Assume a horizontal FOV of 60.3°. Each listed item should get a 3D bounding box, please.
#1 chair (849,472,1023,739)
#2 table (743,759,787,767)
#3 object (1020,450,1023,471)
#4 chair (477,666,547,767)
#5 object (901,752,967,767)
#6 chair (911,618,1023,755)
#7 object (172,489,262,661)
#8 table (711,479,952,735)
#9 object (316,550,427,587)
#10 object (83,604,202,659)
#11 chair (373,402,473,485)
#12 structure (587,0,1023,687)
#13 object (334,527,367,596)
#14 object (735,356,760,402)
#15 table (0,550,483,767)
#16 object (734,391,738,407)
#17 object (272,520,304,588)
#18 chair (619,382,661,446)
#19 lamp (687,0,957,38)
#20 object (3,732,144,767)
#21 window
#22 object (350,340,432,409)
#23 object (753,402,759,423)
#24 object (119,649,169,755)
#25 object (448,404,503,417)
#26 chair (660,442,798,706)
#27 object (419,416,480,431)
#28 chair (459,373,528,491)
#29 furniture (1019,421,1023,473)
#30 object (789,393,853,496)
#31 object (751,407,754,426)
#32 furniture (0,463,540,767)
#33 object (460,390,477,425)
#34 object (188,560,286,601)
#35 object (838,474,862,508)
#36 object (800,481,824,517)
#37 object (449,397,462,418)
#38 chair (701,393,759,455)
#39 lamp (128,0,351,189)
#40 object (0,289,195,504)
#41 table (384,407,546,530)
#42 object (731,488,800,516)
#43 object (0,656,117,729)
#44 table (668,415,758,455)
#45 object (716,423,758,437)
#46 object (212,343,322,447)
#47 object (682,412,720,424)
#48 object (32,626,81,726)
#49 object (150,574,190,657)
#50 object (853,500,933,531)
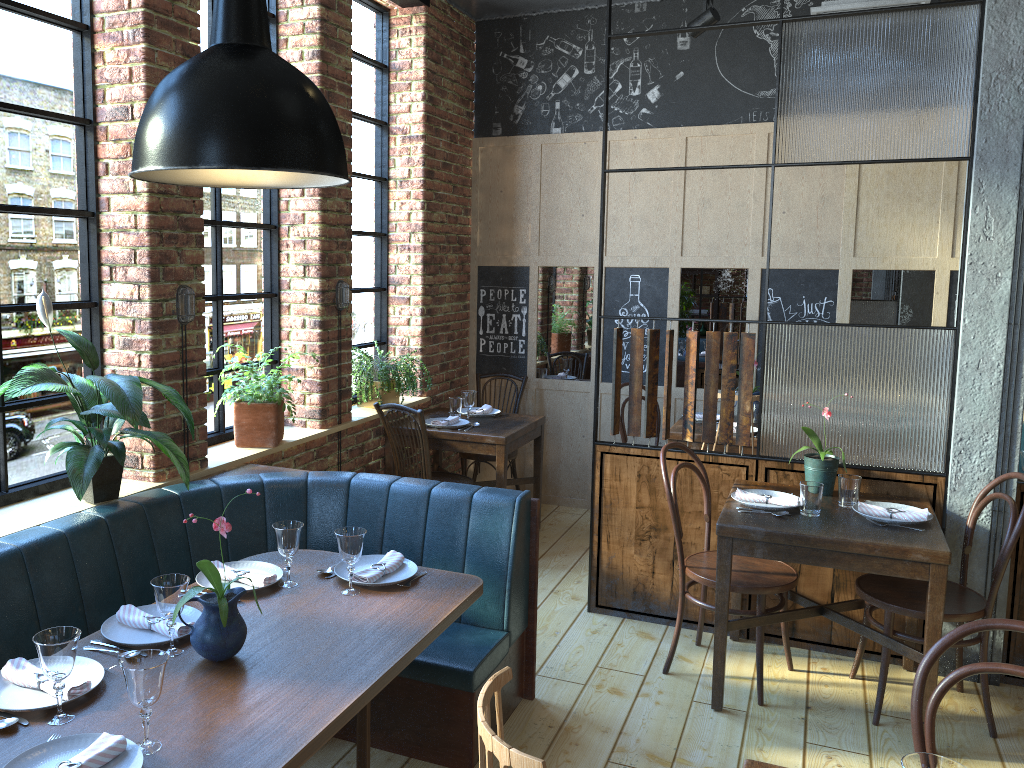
[{"bbox_3d":[1.588,0.774,3.298,0.563,0.918,0.429,3,7,14],"label":"chair"},{"bbox_3d":[0.673,1.146,1.243,0.776,0.725,0.727,4,8,21],"label":"table"},{"bbox_3d":[2.465,0.419,4.197,0.097,0.191,0.100,0,7,-8],"label":"object"},{"bbox_3d":[0.147,0.986,1.389,0.447,1.003,0.542,0,7,-7],"label":"chair"},{"bbox_3d":[0.634,0.672,1.328,0.095,0.191,0.101,-2,7,-21],"label":"object"},{"bbox_3d":[0.931,0.985,1.713,0.459,0.918,0.524,7,9,43],"label":"chair"},{"bbox_3d":[-0.746,0.485,2.214,0.143,0.430,0.208,7,9,40],"label":"object"},{"bbox_3d":[1.216,0.849,3.450,0.776,0.725,0.727,4,8,21],"label":"table"},{"bbox_3d":[-0.454,0.592,2.847,0.337,0.051,0.260,4,9,25],"label":"object"},{"bbox_3d":[-0.983,0.650,2.384,0.280,0.051,0.313,4,9,24],"label":"object"},{"bbox_3d":[-0.465,0.536,4.907,0.425,0.912,0.498,7,9,41],"label":"chair"},{"bbox_3d":[3.293,-0.078,0.817,6.099,3.317,5.804,1,7,5],"label":"structure"},{"bbox_3d":[-0.492,0.542,2.687,0.094,0.191,0.103,-4,9,-39],"label":"object"},{"bbox_3d":[1.471,-0.003,5.436,0.224,0.430,0.133,3,7,18],"label":"object"},{"bbox_3d":[-0.720,1.017,2.341,0.851,0.659,1.492,3,8,20],"label":"table"},{"bbox_3d":[1.303,0.140,5.253,0.097,0.191,0.100,0,7,-8],"label":"object"},{"bbox_3d":[-0.697,0.532,2.746,0.094,0.191,0.103,-4,9,-39],"label":"object"},{"bbox_3d":[0.908,0.473,5.452,0.419,0.918,0.575,-4,8,-37],"label":"chair"},{"bbox_3d":[2.846,-1.444,0.566,6.481,0.273,7.003,4,8,21],"label":"lamp"},{"bbox_3d":[-0.837,0.746,1.695,0.337,0.051,0.260,4,9,25],"label":"object"},{"bbox_3d":[-1.335,-0.511,1.137,3.371,2.422,8.727,-1,8,-14],"label":"window"},{"bbox_3d":[-0.742,-0.046,5.152,0.516,0.368,0.587,4,8,21],"label":"object"},{"bbox_3d":[1.477,0.173,5.292,0.086,0.119,0.083,2,7,11],"label":"object"},{"bbox_3d":[-0.756,0.659,1.817,0.094,0.191,0.103,-4,9,-39],"label":"object"},{"bbox_3d":[-0.222,0.165,5.497,0.337,0.051,0.260,4,9,25],"label":"object"},{"bbox_3d":[0.875,0.727,3.594,0.576,0.918,0.418,6,9,38],"label":"chair"},{"bbox_3d":[-0.365,0.218,5.097,0.337,0.051,0.260,4,9,25],"label":"object"},{"bbox_3d":[-0.137,0.407,5.866,0.416,0.912,0.509,3,7,16],"label":"chair"},{"bbox_3d":[2.861,0.710,4.209,1.543,0.820,1.398,4,8,21],"label":"furniture"},{"bbox_3d":[1.269,0.244,3.635,0.200,0.425,0.149,0,7,-6],"label":"object"},{"bbox_3d":[1.360,0.195,5.124,0.086,0.119,0.083,2,7,11],"label":"object"},{"bbox_3d":[-0.974,0.917,2.451,1.412,0.820,2.532,3,8,20],"label":"furniture"},{"bbox_3d":[-0.255,0.138,5.170,0.097,0.191,0.100,0,7,-8],"label":"object"},{"bbox_3d":[-0.861,0.601,2.752,0.280,0.051,0.313,4,9,24],"label":"object"},{"bbox_3d":[1.323,0.422,3.460,0.083,0.119,0.086,0,7,-10],"label":"object"},{"bbox_3d":[1.133,0.436,3.341,0.083,0.119,0.086,0,7,-10],"label":"object"},{"bbox_3d":[-0.346,0.144,5.391,0.088,0.119,0.080,6,9,39],"label":"object"},{"bbox_3d":[1.206,0.527,4.811,0.544,1.003,0.445,2,7,8],"label":"chair"},{"bbox_3d":[-0.642,-1.153,2.073,0.554,1.322,0.505,6,8,39],"label":"lamp"},{"bbox_3d":[-1.449,0.042,3.005,0.628,0.749,0.711,3,8,20],"label":"object"},{"bbox_3d":[-0.274,0.579,5.325,0.776,0.725,0.727,4,8,21],"label":"table"},{"bbox_3d":[1.003,0.452,3.473,0.280,0.051,0.313,4,9,24],"label":"object"},{"bbox_3d":[-1.104,0.695,2.048,0.280,0.051,0.313,4,9,24],"label":"object"},{"bbox_3d":[1.346,0.607,5.222,0.776,0.725,0.727,4,8,21],"label":"table"},{"bbox_3d":[1.271,0.250,4.971,0.337,0.051,0.260,4,9,25],"label":"object"},{"bbox_3d":[-1.176,0.041,4.086,0.440,0.481,0.440,7,10,43],"label":"object"},{"bbox_3d":[1.170,0.196,5.358,0.278,0.051,0.315,3,8,19],"label":"object"},{"bbox_3d":[-0.992,0.641,1.928,0.094,0.191,0.103,-4,9,-39],"label":"object"},{"bbox_3d":[-0.876,0.597,2.264,0.094,0.191,0.103,-4,9,-39],"label":"object"},{"bbox_3d":[1.437,0.476,3.330,0.280,0.051,0.313,4,9,24],"label":"object"}]
